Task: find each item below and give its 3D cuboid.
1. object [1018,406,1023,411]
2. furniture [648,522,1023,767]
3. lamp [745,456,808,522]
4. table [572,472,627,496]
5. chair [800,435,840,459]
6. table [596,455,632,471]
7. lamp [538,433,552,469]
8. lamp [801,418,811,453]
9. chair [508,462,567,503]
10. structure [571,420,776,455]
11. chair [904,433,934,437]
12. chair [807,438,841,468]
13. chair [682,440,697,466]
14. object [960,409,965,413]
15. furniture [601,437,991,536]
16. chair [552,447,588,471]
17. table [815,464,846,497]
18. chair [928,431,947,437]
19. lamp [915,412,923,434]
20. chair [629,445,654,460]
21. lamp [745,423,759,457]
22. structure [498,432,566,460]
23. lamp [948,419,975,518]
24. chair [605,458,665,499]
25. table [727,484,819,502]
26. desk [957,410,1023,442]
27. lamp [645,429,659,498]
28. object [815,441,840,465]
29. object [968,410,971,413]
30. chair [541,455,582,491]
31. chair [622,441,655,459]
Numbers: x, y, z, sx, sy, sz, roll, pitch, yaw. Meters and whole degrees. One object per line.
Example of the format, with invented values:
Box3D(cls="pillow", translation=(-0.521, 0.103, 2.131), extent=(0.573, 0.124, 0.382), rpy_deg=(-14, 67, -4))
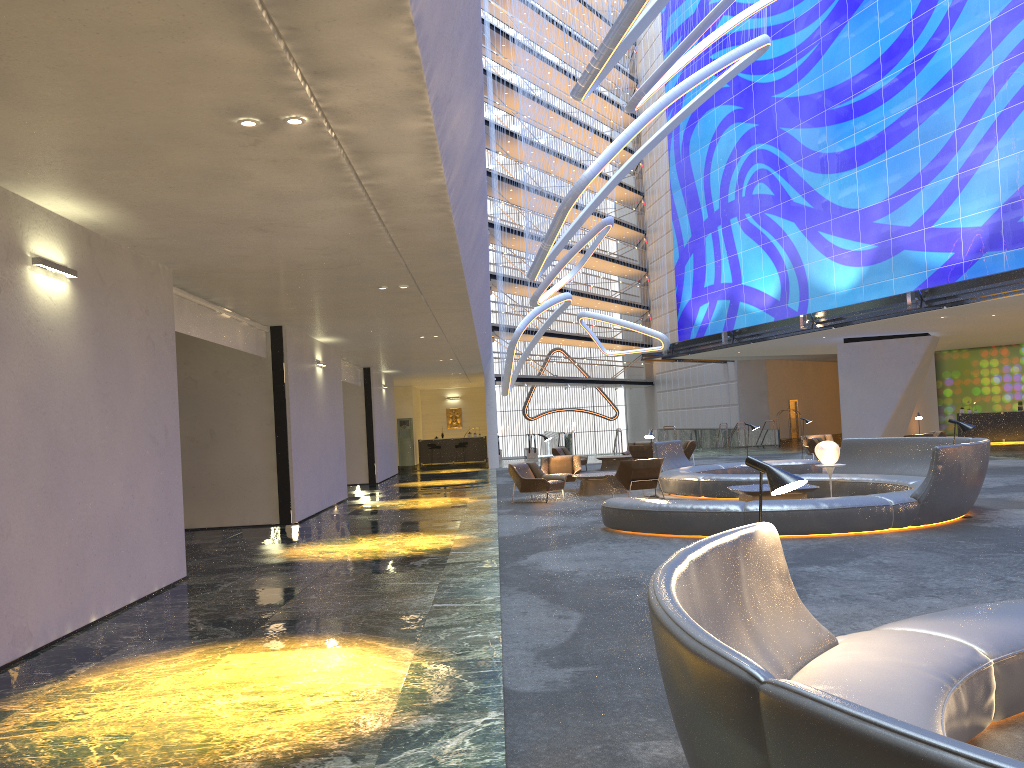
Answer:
Box3D(cls="object", translation=(18.207, 0.878, 31.739), extent=(0.150, 0.145, 0.150), rpy_deg=(-4, -2, 32))
Box3D(cls="furniture", translation=(3.182, 0.834, 0.080), extent=(5.184, 0.969, 9.937), rpy_deg=(-3, -3, -5))
Box3D(cls="lamp", translation=(1.256, 0.992, 4.222), extent=(0.202, 1.300, 0.384), rpy_deg=(-2, -1, -42))
Box3D(cls="table", translation=(1.862, 2.072, 18.433), extent=(1.203, 0.392, 1.204), rpy_deg=(-3, -2, -2))
Box3D(cls="chair", translation=(8.837, 1.857, 25.484), extent=(0.929, 0.766, 0.939), rpy_deg=(-3, -2, 5))
Box3D(cls="table", translation=(3.200, 2.400, 26.968), extent=(1.204, 0.392, 1.203), rpy_deg=(-4, -3, 17))
Box3D(cls="lamp", translation=(0.735, 1.743, 19.761), extent=(0.384, 1.300, 0.202), rpy_deg=(-3, -1, 16))
Box3D(cls="lamp", translation=(8.482, 1.609, 25.537), extent=(0.384, 1.300, 0.202), rpy_deg=(-3, -1, 16))
Box3D(cls="chair", translation=(0.483, 1.908, 17.245), extent=(0.939, 0.766, 0.929), rpy_deg=(-4, -2, 32))
Box3D(cls="structure", translation=(7.298, 6.504, 49.382), extent=(9.304, 8.394, 19.751), rpy_deg=(-3, -2, -1))
Box3D(cls="chair", translation=(10.083, 1.648, 22.374), extent=(0.929, 0.766, 0.940), rpy_deg=(-2, -2, -18))
Box3D(cls="chair", translation=(8.231, 1.774, 23.021), extent=(0.939, 0.766, 0.929), rpy_deg=(-4, -2, 32))
Box3D(cls="chair", translation=(5.084, 2.116, 26.848), extent=(0.938, 0.766, 0.930), rpy_deg=(-3, -2, 1))
Box3D(cls="object", translation=(16.678, 1.007, 32.837), extent=(0.149, 0.149, 0.149), rpy_deg=(-4, -2, 33))
Box3D(cls="furniture", translation=(4.699, 1.458, 15.147), extent=(5.188, 0.969, 9.931), rpy_deg=(-4, -3, 16))
Box3D(cls="chair", translation=(1.743, 2.281, 26.647), extent=(0.939, 0.766, 0.929), rpy_deg=(-4, -2, 23))
Box3D(cls="table", translation=(5.115, 1.593, 14.213), extent=(0.418, 0.595, 0.428), rpy_deg=(-3, -1, -2))
Box3D(cls="chair", translation=(11.080, 1.661, 23.773), extent=(0.939, 0.766, 0.930), rpy_deg=(-3, -2, 7))
Box3D(cls="lamp", translation=(10.407, 1.372, 22.612), extent=(0.202, 1.300, 0.384), rpy_deg=(-3, -1, 15))
Box3D(cls="chair", translation=(3.884, 2.106, 25.293), extent=(0.938, 0.766, 0.930), rpy_deg=(-1, -2, -39))
Box3D(cls="lamp", translation=(5.360, 1.503, 19.776), extent=(0.384, 1.300, 0.202), rpy_deg=(-3, -1, 16))
Box3D(cls="structure", translation=(0.881, 6.778, 48.813), extent=(3.016, 8.234, 19.847), rpy_deg=(-3, -2, -1))
Box3D(cls="lamp", translation=(5.855, 1.094, 11.542), extent=(0.384, 1.300, 0.202), rpy_deg=(-3, -1, 16))
Box3D(cls="chair", translation=(2.336, 1.782, 16.599), extent=(0.929, 0.766, 0.940), rpy_deg=(-2, -2, -18))
Box3D(cls="table", translation=(3.865, 1.722, 13.146), extent=(1.203, 0.392, 1.204), rpy_deg=(-3, -2, -1))
Box3D(cls="desk", translation=(17.933, 1.537, 32.256), extent=(2.981, 1.097, 0.813), rpy_deg=(-5, -2, 37))
Box3D(cls="lamp", translation=(2.660, 1.506, 16.836), extent=(0.202, 1.300, 0.384), rpy_deg=(-3, -1, 15))
Box3D(cls="object", translation=(5.048, 1.103, 14.189), extent=(0.367, 0.387, 0.318), rpy_deg=(-3, -2, 6))
Box3D(cls="object", translation=(16.884, 1.009, 32.700), extent=(0.108, 0.108, 0.111), rpy_deg=(-4, -2, 33))
Box3D(cls="chair", translation=(1.090, 1.991, 19.708), extent=(0.929, 0.766, 0.939), rpy_deg=(-3, -2, 5))
Box3D(cls="chair", translation=(4.075, 2.233, 28.237), extent=(0.930, 0.766, 0.939), rpy_deg=(-4, -2, 26))
